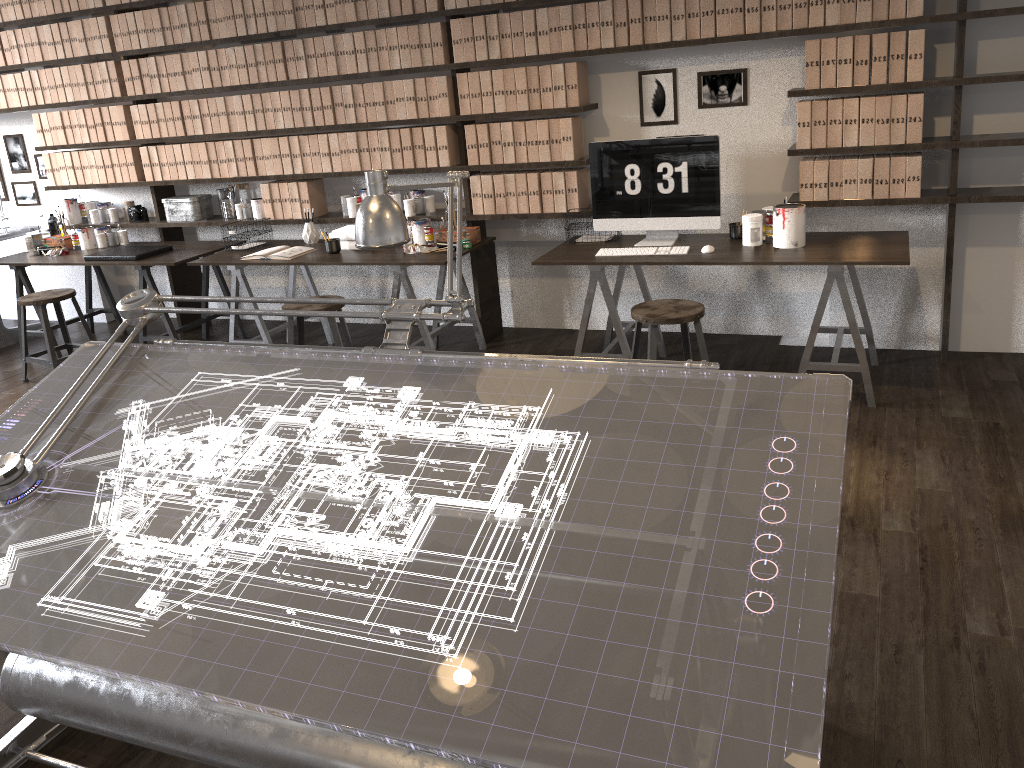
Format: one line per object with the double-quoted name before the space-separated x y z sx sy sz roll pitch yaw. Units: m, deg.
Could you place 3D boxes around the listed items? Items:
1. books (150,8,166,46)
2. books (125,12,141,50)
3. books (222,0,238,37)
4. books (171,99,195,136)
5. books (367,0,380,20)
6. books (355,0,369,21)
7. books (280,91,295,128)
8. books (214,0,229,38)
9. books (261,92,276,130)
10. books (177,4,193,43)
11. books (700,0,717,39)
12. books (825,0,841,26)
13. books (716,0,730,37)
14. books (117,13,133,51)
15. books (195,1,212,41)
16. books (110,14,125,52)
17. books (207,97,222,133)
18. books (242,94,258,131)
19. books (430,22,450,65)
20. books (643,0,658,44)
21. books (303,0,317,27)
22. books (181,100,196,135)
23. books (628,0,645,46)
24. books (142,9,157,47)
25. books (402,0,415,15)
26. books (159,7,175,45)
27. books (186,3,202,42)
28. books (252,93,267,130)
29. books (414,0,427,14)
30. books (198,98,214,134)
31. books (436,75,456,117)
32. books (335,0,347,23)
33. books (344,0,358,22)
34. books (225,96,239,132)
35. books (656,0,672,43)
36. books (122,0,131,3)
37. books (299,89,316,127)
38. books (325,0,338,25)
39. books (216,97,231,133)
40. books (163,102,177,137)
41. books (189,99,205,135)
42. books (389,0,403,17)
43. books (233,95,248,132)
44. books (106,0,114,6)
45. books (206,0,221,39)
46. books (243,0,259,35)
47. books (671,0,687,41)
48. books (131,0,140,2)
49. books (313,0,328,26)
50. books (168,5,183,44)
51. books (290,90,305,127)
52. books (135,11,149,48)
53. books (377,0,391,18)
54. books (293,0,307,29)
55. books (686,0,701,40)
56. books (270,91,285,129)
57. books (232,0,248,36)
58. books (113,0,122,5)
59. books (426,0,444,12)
"books" -2.147 -2.219 5.522 0.067 0.222 0.177 2 19 23
"books" -2.333 -2.230 5.602 0.067 0.222 0.177 2 19 23
"books" -1.634 -2.190 5.304 0.067 0.222 0.177 2 19 23
"books" -2.076 -1.700 5.672 0.067 0.222 0.177 2 19 23
"books" -0.738 -2.142 4.929 0.067 0.222 0.177 2 19 23
"books" -0.803 -2.146 4.957 0.067 0.222 0.177 2 19 23
"books" -1.304 -1.656 5.342 0.067 0.222 0.177 2 19 23
"books" -1.690 -2.195 5.332 0.067 0.222 0.177 2 19 23
"books" -1.432 -1.666 5.404 0.067 0.222 0.177 2 19 23
"books" -1.954 -2.209 5.442 0.067 0.222 0.177 2 19 23
"books" 0.964 -1.794 4.292 0.067 0.222 0.177 2 19 23
"books" 1.483 -1.764 4.070 0.067 0.222 0.177 2 19 23
"books" 1.032 -1.790 4.262 0.067 0.222 0.177 2 19 23
"books" -2.396 -2.235 5.633 0.067 0.222 0.177 2 19 23
"books" -1.820 -2.201 5.384 0.067 0.222 0.177 2 19 23
"books" -2.459 -2.240 5.662 0.067 0.222 0.177 2 19 23
"books" -1.809 -1.687 5.563 0.067 0.222 0.177 2 19 23
"books" -1.563 -1.671 5.454 0.067 0.222 0.177 2 19 23
"books" -0.370 -1.864 4.861 0.067 0.222 0.177 2 19 23
"books" 0.709 -1.809 4.402 0.067 0.222 0.177 2 19 23
"books" -1.116 -2.163 5.089 0.067 0.222 0.177 2 19 23
"books" -2.005 -1.698 5.647 0.067 0.222 0.177 2 19 23
"books" 0.639 -1.811 4.426 0.067 0.222 0.177 2 19 23
"books" -2.207 -2.225 5.552 0.067 0.222 0.177 2 19 23
"books" -0.540 -2.129 4.840 0.067 0.222 0.177 2 19 23
"books" -2.083 -2.218 5.501 0.067 0.222 0.177 2 19 23
"books" -1.887 -2.207 5.418 0.067 0.222 0.177 2 19 23
"books" -1.497 -1.669 5.430 0.067 0.222 0.177 2 19 23
"books" -0.470 -2.127 4.816 0.067 0.222 0.177 2 19 23
"books" -1.874 -1.690 5.591 0.067 0.222 0.177 2 19 23
"books" -0.345 -1.602 4.935 0.067 0.222 0.177 2 19 23
"books" -0.927 -2.152 5.009 0.067 0.222 0.177 2 19 23
"books" -0.867 -2.147 4.978 0.067 0.222 0.177 2 19 23
"books" -1.686 -1.679 5.510 0.067 0.222 0.177 2 19 23
"books" 0.767 -1.804 4.371 0.067 0.222 0.177 2 19 23
"books" -2.364 -2.491 5.525 0.067 0.222 0.177 2 19 23
"books" -1.177 -1.650 5.293 0.067 0.222 0.177 2 19 23
"books" -0.985 -2.155 5.032 0.067 0.222 0.177 2 19 23
"books" -1.749 -1.681 5.532 0.067 0.222 0.177 2 19 23
"books" -2.142 -1.706 5.705 0.067 0.222 0.177 2 19 23
"books" -1.941 -1.693 5.615 0.067 0.222 0.177 2 19 23
"books" -0.607 -2.135 4.874 0.067 0.222 0.177 2 19 23
"books" -1.629 -1.675 5.484 0.067 0.222 0.177 2 19 23
"books" -2.488 -2.499 5.581 0.067 0.222 0.177 2 19 23
"books" -1.750 -2.199 5.360 0.067 0.222 0.177 2 19 23
"books" -1.499 -2.184 5.250 0.067 0.222 0.177 2 19 23
"books" 0.835 -1.801 4.345 0.067 0.222 0.177 2 19 23
"books" -2.297 -2.488 5.499 0.067 0.222 0.177 2 19 23
"books" -1.053 -2.158 5.058 0.067 0.222 0.177 2 19 23
"books" -2.018 -2.214 5.473 0.067 0.222 0.177 2 19 23
"books" -1.237 -1.652 5.314 0.067 0.222 0.177 2 19 23
"books" -2.265 -2.227 5.576 0.067 0.222 0.177 2 19 23
"books" -0.674 -2.137 4.898 0.067 0.222 0.177 2 19 23
"books" -1.179 -2.167 5.118 0.067 0.222 0.177 2 19 23
"books" 0.900 -1.799 4.321 0.067 0.222 0.177 2 19 23
"books" -1.369 -1.661 5.374 0.067 0.222 0.177 2 19 23
"books" -1.567 -2.187 5.276 0.067 0.222 0.177 2 19 23
"books" -2.431 -2.494 5.553 0.067 0.222 0.177 2 19 23
"books" -0.401 -2.122 4.784 0.067 0.222 0.177 2 19 23
